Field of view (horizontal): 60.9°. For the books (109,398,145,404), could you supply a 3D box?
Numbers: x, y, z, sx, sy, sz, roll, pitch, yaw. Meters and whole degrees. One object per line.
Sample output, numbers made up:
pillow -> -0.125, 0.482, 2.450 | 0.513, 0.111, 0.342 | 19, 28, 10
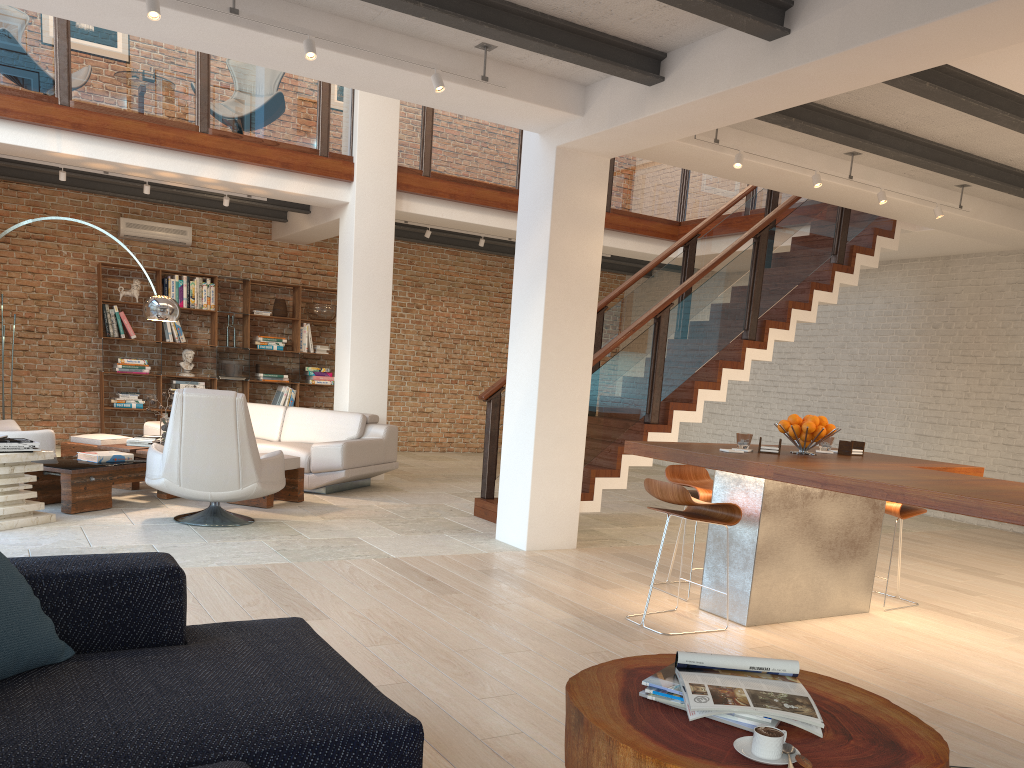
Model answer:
books -> -4.744, 0.213, 10.741 | 0.380, 0.037, 0.239 | 4, 1, -31

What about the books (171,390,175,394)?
books -> -4.129, 0.114, 11.046 | 0.326, 0.057, 0.250 | 3, 1, -36

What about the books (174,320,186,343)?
books -> -4.169, -0.682, 10.863 | 0.158, 0.337, 0.249 | -1, 9, -31

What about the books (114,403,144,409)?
books -> -4.725, 0.261, 10.754 | 0.327, 0.057, 0.249 | 4, 1, -21

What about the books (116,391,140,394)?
books -> -4.721, 0.107, 10.730 | 0.252, 0.017, 0.159 | 4, 1, -31

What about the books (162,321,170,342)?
books -> -4.314, -0.718, 10.792 | 0.101, 0.393, 0.238 | -2, 10, -31

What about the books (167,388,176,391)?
books -> -4.118, 0.076, 11.058 | 0.445, 0.021, 0.267 | 4, 1, -31

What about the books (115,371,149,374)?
books -> -4.670, -0.143, 10.696 | 0.356, 0.021, 0.267 | 4, 1, -31

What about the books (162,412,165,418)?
books -> -4.419, 0.550, 10.997 | 0.036, 0.393, 0.238 | -3, 10, -31

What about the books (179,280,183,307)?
books -> -4.127, -1.113, 10.806 | 0.055, 0.337, 0.249 | -2, 9, -31

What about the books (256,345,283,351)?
books -> -3.193, -0.478, 11.475 | 0.327, 0.057, 0.249 | 4, 1, -21

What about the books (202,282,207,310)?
books -> -3.878, -1.096, 10.937 | 0.055, 0.337, 0.249 | -2, 9, -31

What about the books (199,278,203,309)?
books -> -3.918, -1.127, 10.912 | 0.036, 0.393, 0.238 | -3, 10, -31

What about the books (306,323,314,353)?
books -> -2.748, -0.616, 11.727 | 0.101, 0.393, 0.238 | -2, 10, -31

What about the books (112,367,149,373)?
books -> -4.672, -0.172, 10.681 | 0.379, 0.037, 0.240 | 4, 1, -36

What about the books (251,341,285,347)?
books -> -3.212, -0.526, 11.462 | 0.380, 0.037, 0.239 | 4, 1, -31

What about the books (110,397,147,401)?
books -> -4.723, 0.187, 10.736 | 0.379, 0.018, 0.240 | 4, 1, -38

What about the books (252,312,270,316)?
books -> -3.252, -0.904, 11.283 | 0.206, 0.034, 0.130 | 4, 1, -31

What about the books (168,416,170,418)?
books -> -4.353, 0.581, 11.051 | 0.057, 0.338, 0.249 | -2, 9, -31

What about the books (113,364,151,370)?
books -> -4.657, -0.208, 10.674 | 0.379, 0.037, 0.240 | 4, 1, -37

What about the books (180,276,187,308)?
books -> -4.075, -1.137, 10.807 | 0.036, 0.393, 0.238 | -3, 10, -31

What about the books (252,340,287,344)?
books -> -3.192, -0.552, 11.456 | 0.379, 0.018, 0.240 | 4, 1, -38

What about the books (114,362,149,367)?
books -> -4.667, -0.238, 10.684 | 0.356, 0.021, 0.267 | 4, 1, -33

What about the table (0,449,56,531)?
table -> -3.504, 0.696, 5.933 | 0.492, 0.516, 0.487 | 6, 6, 19

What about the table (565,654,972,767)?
table -> 0.869, 1.084, 1.903 | 1.078, 0.456, 1.793 | 3, 2, -26

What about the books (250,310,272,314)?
books -> -3.258, -0.932, 11.281 | 0.236, 0.019, 0.168 | 4, 1, -38

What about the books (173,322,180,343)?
books -> -4.217, -0.694, 10.849 | 0.124, 0.357, 0.265 | -2, 9, -31

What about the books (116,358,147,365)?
books -> -4.656, -0.276, 10.679 | 0.327, 0.057, 0.250 | 4, 1, -29

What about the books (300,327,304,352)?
books -> -2.852, -0.595, 11.646 | 0.055, 0.337, 0.249 | -2, 9, -31

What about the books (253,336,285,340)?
books -> -3.194, -0.609, 11.455 | 0.356, 0.021, 0.267 | 4, 1, -33

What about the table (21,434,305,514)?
table -> -3.148, 0.742, 7.352 | 2.192, 0.439, 1.945 | 5, 1, 20

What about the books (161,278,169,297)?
books -> -4.274, -1.122, 10.718 | 0.055, 0.337, 0.249 | -2, 9, -31

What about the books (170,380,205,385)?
books -> -4.115, -0.019, 11.053 | 0.380, 0.037, 0.239 | 4, 1, -31

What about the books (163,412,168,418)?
books -> -4.396, 0.551, 11.029 | 0.036, 0.393, 0.238 | -3, 10, -31

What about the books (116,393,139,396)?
books -> -4.741, 0.132, 10.747 | 0.236, 0.019, 0.168 | 4, 1, -38

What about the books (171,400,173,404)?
books -> -4.137, 0.235, 11.100 | 0.362, 0.057, 0.277 | 4, 1, -29

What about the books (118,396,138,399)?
books -> -4.735, 0.159, 10.750 | 0.206, 0.034, 0.130 | 4, 1, -31

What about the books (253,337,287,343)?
books -> -3.184, -0.579, 11.445 | 0.379, 0.037, 0.240 | 4, 1, -37

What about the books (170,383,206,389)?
books -> -4.117, 0.032, 11.069 | 0.379, 0.066, 0.240 | 3, 2, -37

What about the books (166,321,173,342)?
books -> -4.270, -0.714, 10.791 | 0.103, 0.393, 0.238 | -2, 10, -31

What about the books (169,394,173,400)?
books -> -4.115, 0.176, 11.081 | 0.378, 0.066, 0.240 | 3, 2, -44

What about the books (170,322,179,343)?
books -> -4.230, -0.695, 10.830 | 0.124, 0.357, 0.265 | -2, 9, -31
